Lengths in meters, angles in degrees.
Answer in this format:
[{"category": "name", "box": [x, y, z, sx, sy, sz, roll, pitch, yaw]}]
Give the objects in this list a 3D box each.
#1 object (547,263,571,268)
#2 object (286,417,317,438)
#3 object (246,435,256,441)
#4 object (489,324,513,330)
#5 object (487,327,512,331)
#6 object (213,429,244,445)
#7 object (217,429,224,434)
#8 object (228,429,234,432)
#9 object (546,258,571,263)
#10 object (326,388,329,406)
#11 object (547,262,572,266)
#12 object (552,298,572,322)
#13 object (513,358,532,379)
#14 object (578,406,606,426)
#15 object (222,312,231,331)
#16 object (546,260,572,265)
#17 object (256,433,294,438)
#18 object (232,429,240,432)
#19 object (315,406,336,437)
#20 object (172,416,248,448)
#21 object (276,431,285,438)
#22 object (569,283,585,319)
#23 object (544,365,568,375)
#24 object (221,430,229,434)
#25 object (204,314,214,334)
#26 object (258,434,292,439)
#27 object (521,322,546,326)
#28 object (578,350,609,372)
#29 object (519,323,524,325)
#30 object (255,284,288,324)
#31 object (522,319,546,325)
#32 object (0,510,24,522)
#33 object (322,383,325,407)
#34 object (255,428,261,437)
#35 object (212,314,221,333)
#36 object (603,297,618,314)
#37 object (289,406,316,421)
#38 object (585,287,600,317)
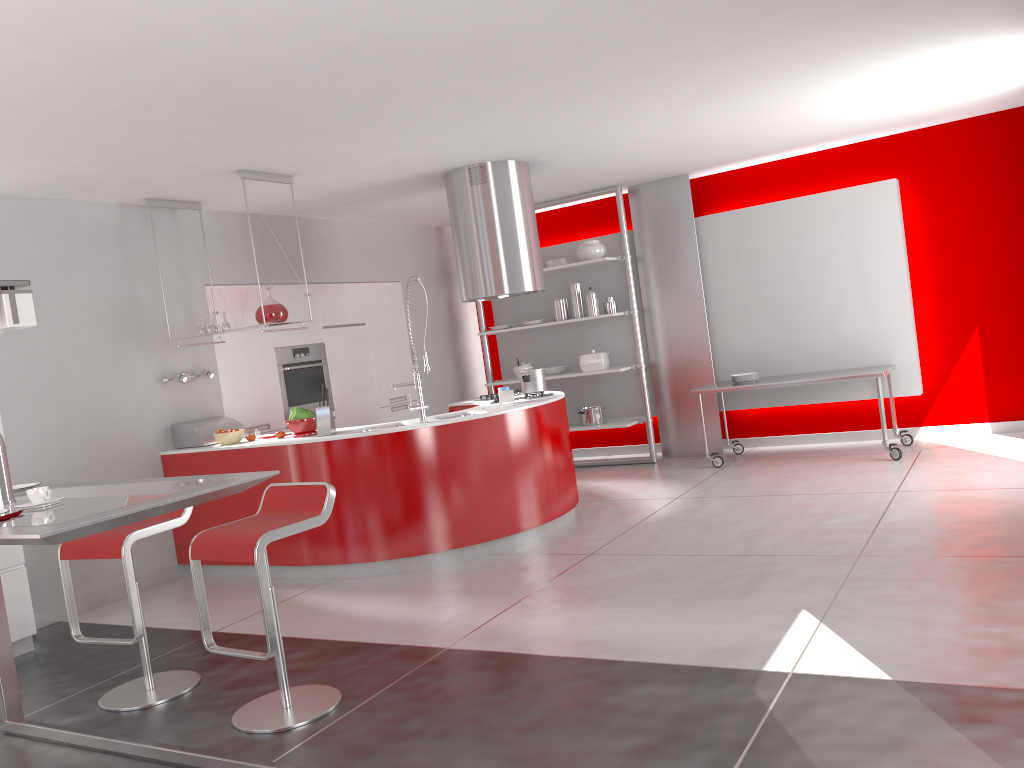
[{"category": "object", "box": [0.458, -1.131, 8.532, 0.200, 0.030, 0.200, -6, 3, 31]}, {"category": "object", "box": [-1.353, 0.280, 5.785, 0.229, 0.118, 0.228, -8, 3, 2]}, {"category": "object", "box": [-1.760, 0.364, 5.979, 0.065, 0.047, 0.063, -6, 3, 30]}, {"category": "object", "box": [-0.108, -0.557, 8.818, 0.244, 0.042, 0.244, -7, 3, 15]}, {"category": "object", "box": [-0.107, -0.544, 8.819, 0.280, 0.015, 0.280, -9, 3, -22]}, {"category": "object", "box": [-1.909, 0.365, 5.998, 0.201, 0.086, 0.201, -6, 3, 32]}, {"category": "object", "box": [-1.972, 0.337, 6.032, 0.055, 0.058, 0.066, -7, 3, 16]}, {"category": "object", "box": [-1.912, 0.332, 6.047, 0.066, 0.049, 0.062, -6, 3, 27]}, {"category": "object", "box": [0.451, -1.177, 8.530, 0.200, 0.030, 0.200, -6, 3, 31]}, {"category": "object", "box": [-1.162, 0.167, 5.618, 0.012, 0.279, 0.130, -8, 3, 2]}, {"category": "object", "box": [0.456, -1.147, 8.531, 0.200, 0.030, 0.200, -6, 3, 31]}, {"category": "object", "box": [0.474, -0.708, 8.524, 0.184, 0.205, 0.172, -6, 3, 36]}, {"category": "object", "box": [0.102, -0.159, 8.800, 0.192, 0.214, 0.192, -7, 3, 17]}, {"category": "object", "box": [0.771, 0.305, 8.504, 0.240, 0.161, 0.259, -7, 3, 14]}, {"category": "object", "box": [-1.945, -0.418, 6.017, 0.060, 0.141, 0.060, -6, 3, 31]}, {"category": "object", "box": [0.454, -1.162, 8.530, 0.200, 0.030, 0.200, -6, 3, 31]}, {"category": "object", "box": [-1.583, 0.347, 6.099, 0.375, 0.008, 0.041, -8, 3, 7]}, {"category": "object", "box": [-1.867, 0.328, 5.997, 0.066, 0.049, 0.062, -6, 3, 38]}, {"category": "object", "box": [-1.183, 0.232, 5.605, 0.091, 0.178, 0.137, -8, 3, 4]}, {"category": "object", "box": [-2.144, 0.332, 6.310, 0.300, 0.170, 0.400, -6, 3, 31]}, {"category": "object", "box": [-1.531, 0.336, 5.867, 0.064, 0.048, 0.063, -7, 3, 9]}, {"category": "object", "box": [0.617, -0.782, 8.381, 0.109, 0.329, 0.110, -6, 3, 28]}, {"category": "object", "box": [0.425, -0.131, 8.788, 0.272, 0.072, 0.272, -8, 3, -5]}, {"category": "object", "box": [-1.931, 0.337, 5.988, 0.065, 0.052, 0.062, -7, 3, 15]}, {"category": "object", "box": [-2.050, -0.402, 5.983, 0.060, 0.141, 0.060, -8, 3, 7]}, {"category": "object", "box": [-1.638, 0.360, 6.112, 0.168, 0.006, 0.266, -10, 3, -33]}, {"category": "object", "box": [0.213, -0.578, 8.613, 0.280, 0.015, 0.280, -9, 3, -30]}, {"category": "object", "box": [0.784, -0.226, 8.462, 0.282, 0.197, 0.235, -7, 3, 21]}, {"category": "object", "box": [0.183, -0.601, 8.902, 0.244, 0.042, 0.244, -7, 3, 22]}, {"category": "object", "box": [-1.602, -0.522, 5.877, 0.213, 0.266, 0.213, -10, 3, -31]}, {"category": "object", "box": [0.211, -0.591, 8.612, 0.244, 0.042, 0.244, -7, 3, 15]}, {"category": "object", "box": [-1.466, 0.385, 2.507, 0.095, 0.012, 0.234, -6, 3, 29]}, {"category": "object", "box": [-1.191, 0.155, 5.628, 0.014, 0.322, 0.150, -8, 3, 2]}, {"category": "object", "box": [-1.803, 0.344, 6.287, 0.043, 0.066, 0.042, -5, 4, 44]}, {"category": "object", "box": [-2.030, -0.409, 6.066, 0.060, 0.141, 0.060, -6, 3, 31]}, {"category": "object", "box": [0.926, -0.738, 8.369, 0.127, 0.157, 0.127, -5, 4, 41]}, {"category": "object", "box": [-1.351, 0.226, 5.778, 0.198, 0.182, 0.193, -6, 3, 36]}, {"category": "object", "box": [0.745, -0.766, 8.252, 0.115, 0.274, 0.115, -7, 3, 23]}]
